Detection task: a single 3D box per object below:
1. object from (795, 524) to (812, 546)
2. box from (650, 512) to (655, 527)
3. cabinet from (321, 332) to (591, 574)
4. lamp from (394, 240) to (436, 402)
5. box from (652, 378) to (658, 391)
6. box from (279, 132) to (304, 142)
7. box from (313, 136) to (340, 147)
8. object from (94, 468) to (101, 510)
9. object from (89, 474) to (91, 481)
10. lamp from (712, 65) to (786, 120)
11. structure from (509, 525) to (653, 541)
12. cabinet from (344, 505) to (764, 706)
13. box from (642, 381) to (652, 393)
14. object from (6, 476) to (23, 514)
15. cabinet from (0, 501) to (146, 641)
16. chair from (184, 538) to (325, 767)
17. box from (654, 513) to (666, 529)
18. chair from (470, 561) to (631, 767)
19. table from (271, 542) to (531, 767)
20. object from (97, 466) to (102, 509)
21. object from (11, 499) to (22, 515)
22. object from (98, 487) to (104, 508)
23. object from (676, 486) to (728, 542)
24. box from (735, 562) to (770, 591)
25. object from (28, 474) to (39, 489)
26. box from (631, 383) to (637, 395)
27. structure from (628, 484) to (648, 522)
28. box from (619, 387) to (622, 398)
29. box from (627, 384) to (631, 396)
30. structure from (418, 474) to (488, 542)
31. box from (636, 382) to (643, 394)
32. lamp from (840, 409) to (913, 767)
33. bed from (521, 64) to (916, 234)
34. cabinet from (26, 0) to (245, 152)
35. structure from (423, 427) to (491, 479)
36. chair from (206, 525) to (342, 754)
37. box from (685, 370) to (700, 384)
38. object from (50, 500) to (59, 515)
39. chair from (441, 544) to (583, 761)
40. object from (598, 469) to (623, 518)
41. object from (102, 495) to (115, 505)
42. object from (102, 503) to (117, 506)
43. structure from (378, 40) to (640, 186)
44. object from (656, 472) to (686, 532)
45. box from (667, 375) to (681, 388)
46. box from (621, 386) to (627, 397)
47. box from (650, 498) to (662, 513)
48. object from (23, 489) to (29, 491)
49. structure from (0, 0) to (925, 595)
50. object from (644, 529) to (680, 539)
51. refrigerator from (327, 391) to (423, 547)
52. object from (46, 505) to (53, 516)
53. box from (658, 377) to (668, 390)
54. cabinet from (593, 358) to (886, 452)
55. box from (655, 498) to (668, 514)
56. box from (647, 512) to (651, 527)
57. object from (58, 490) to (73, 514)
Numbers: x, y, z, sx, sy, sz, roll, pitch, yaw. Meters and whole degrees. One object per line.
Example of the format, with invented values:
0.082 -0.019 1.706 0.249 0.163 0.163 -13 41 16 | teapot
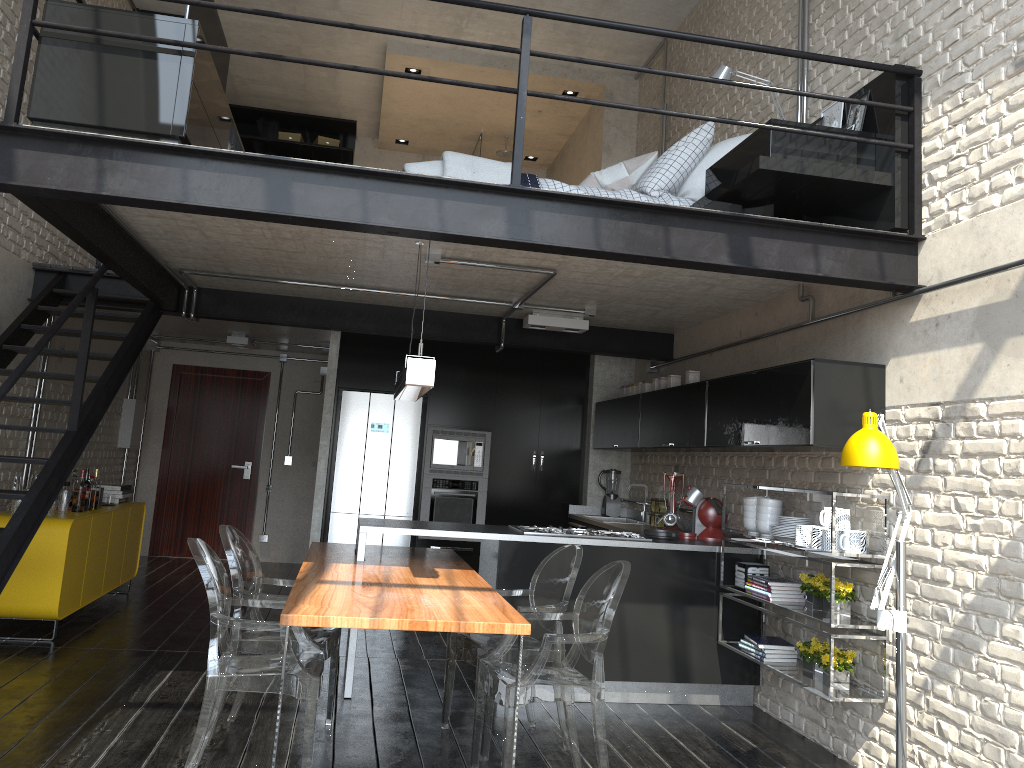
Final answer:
1.486 0.769 4.505 0.083 0.101 0.107 1 -8 24 | object
1.110 1.042 6.771 0.081 0.112 0.080 6 -8 -15 | box
-0.517 0.796 8.206 2.317 2.497 0.548 5 -9 -9 | cabinet
-0.456 -0.392 4.344 0.125 0.898 1.080 6 -7 -10 | lamp
1.112 0.018 6.722 0.081 0.112 0.080 5 -8 -10 | box
-2.695 -2.944 10.834 0.263 0.127 0.398 5 -6 -5 | box
-2.305 -2.911 10.900 0.263 0.127 0.399 7 -6 -25 | box
-3.159 0.794 6.693 0.081 0.310 0.080 6 -9 -15 | object
-3.421 0.845 7.137 0.119 0.241 0.118 3 -8 7 | object
1.370 -1.556 5.124 0.169 0.694 0.480 12 -11 -44 | lamp
0.419 0.927 5.559 0.811 0.026 0.498 5 -5 -10 | structure
0.068 1.421 6.425 2.429 1.013 2.727 5 -6 -10 | cabinet
1.070 0.035 6.946 0.081 0.112 0.080 5 -8 -10 | box
-3.330 0.740 5.914 0.092 0.247 0.092 8 -9 -26 | object
-3.342 1.323 6.686 0.548 0.776 2.185 5 -6 -10 | cabinet
-1.054 1.116 3.559 0.589 0.949 0.536 5 -8 -10 | chair
1.121 1.036 6.693 0.081 0.112 0.080 4 -8 0 | box
0.192 1.220 3.743 0.589 0.949 0.536 6 -8 -15 | chair
-0.645 1.337 4.522 0.926 0.739 2.654 5 -6 -10 | table
-3.188 0.791 6.777 0.073 0.323 0.072 7 -9 -19 | object
-3.240 0.800 5.814 0.095 0.121 0.095 -3 -10 42 | object
-3.237 0.867 6.859 0.052 0.184 0.133 0 -9 27 | object
1.255 0.850 5.805 0.349 0.344 0.219 7 -8 -25 | object
1.391 1.118 5.128 0.150 0.151 0.149 5 -7 -10 | box
-3.427 0.773 6.355 0.092 0.247 0.092 -3 -11 40 | object
1.018 0.056 7.223 0.081 0.112 0.080 5 -8 -10 | box
1.049 0.996 7.434 0.177 0.313 0.088 5 -9 -10 | structure
0.962 0.082 7.550 0.081 0.112 0.080 5 -8 -10 | box
0.998 0.063 7.315 0.081 0.112 0.080 5 -8 -10 | box
-0.558 1.125 8.099 0.581 0.563 0.481 5 -7 -10 | structure
1.044 0.046 7.090 0.081 0.112 0.080 5 -8 -10 | box
1.447 0.875 2.724 0.630 1.632 1.558 4 -7 3 | lamp
0.213 -1.067 6.197 2.692 0.849 4.448 5 -5 -10 | bed
-1.915 -1.161 5.178 0.606 0.556 3.158 5 -5 -10 | cabinet
-0.527 0.640 8.192 0.581 0.424 0.445 5 -7 -10 | structure
-1.139 1.167 4.189 0.590 0.949 0.535 4 -8 0 | chair
1.238 -0.033 6.066 0.081 0.112 0.080 5 -8 -10 | box
-3.135 0.836 6.009 0.092 0.100 0.092 0 -8 28 | object
0.045 1.268 4.390 0.588 0.949 0.537 8 -9 -25 | chair
0.870 0.969 7.903 0.223 0.427 0.161 5 -8 -10 | object
-3.325 0.924 7.207 0.229 0.108 0.098 2 -7 18 | object
-3.350 0.967 7.134 0.298 0.012 0.298 7 -6 -29 | object
-0.284 -1.669 9.938 2.590 2.977 2.770 5 -7 -10 | structure
1.164 0.856 6.436 0.211 0.430 0.200 3 -8 5 | object
1.174 -0.007 6.402 0.081 0.112 0.080 5 -8 -10 | box
0.968 0.074 7.458 0.081 0.112 0.080 5 -8 -10 | box
1.121 0.937 6.822 0.080 0.112 0.080 9 -9 -34 | box
-3.315 0.800 6.063 0.087 0.156 0.087 4 -8 3 | object
-0.752 0.071 5.235 4.779 3.371 3.759 5 -7 -10 | structure
0.942 0.955 5.614 0.227 0.050 0.308 2 -6 19 | object
-1.261 1.011 8.028 0.723 1.841 0.494 5 -9 -10 | refrigerator
-3.114 0.817 5.906 0.096 0.121 0.095 3 -7 7 | object
1.136 0.007 6.590 0.081 0.112 0.080 5 -8 -10 | box
1.268 0.247 6.151 0.399 0.425 3.867 5 -5 -10 | cabinet
1.137 0.930 6.739 0.081 0.112 0.080 6 -8 -15 | box
1.091 1.048 6.853 0.081 0.112 0.080 5 -8 -5 | box
-3.128 0.823 6.181 0.087 0.156 0.087 4 -8 3 | object
